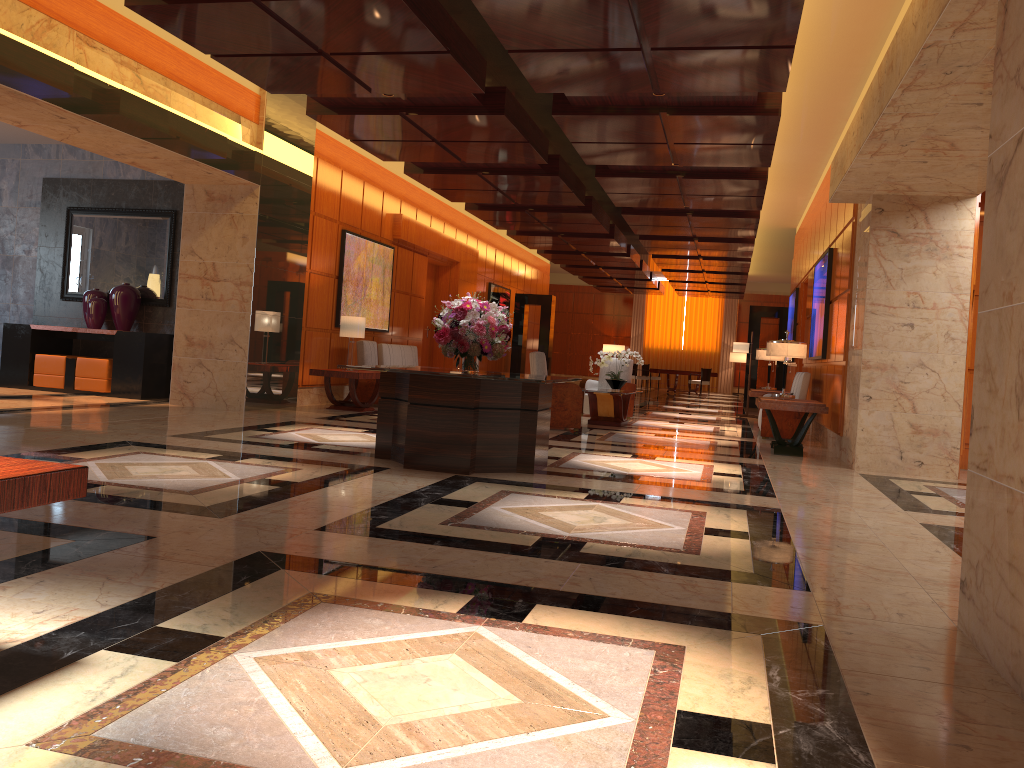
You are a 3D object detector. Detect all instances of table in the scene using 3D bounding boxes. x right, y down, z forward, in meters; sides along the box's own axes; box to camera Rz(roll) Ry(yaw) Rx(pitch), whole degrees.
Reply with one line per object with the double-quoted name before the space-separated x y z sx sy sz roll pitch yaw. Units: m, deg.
"table" -1.816 0.451 2.191 1.168 0.534 0.724 4 1 14
"table" 3.180 0.487 10.202 0.726 0.606 1.270 4 2 14
"table" -2.182 0.086 12.161 0.725 0.534 1.167 4 2 17
"table" 4.185 0.416 14.302 0.726 0.606 1.270 4 2 14
"table" 1.386 0.337 12.692 0.723 0.496 1.559 4 2 17
"table" 5.568 -0.067 28.861 2.105 0.741 0.784 3 1 -15
"table" -0.372 0.273 7.232 1.601 0.745 1.600 4 2 14

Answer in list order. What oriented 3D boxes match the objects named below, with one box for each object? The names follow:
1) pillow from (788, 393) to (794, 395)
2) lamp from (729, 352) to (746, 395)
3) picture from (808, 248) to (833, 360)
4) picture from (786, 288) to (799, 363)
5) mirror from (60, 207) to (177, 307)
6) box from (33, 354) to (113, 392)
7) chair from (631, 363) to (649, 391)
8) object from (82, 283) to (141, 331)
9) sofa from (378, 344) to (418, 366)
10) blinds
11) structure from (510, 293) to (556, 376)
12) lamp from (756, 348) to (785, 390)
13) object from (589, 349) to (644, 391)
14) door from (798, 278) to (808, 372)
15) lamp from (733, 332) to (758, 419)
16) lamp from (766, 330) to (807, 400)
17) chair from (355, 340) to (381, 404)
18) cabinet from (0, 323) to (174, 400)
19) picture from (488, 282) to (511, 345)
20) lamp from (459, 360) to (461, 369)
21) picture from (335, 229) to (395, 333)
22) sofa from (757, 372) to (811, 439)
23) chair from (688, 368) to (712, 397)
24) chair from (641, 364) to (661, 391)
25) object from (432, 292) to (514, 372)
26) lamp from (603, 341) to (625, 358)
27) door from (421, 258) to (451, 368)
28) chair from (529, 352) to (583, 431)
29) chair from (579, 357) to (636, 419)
"pillow" 3.929 0.244 12.630 0.160 0.253 0.357 4 1 10
"lamp" 8.285 -0.440 32.157 0.809 1.661 0.812 4 0 -36
"picture" 4.351 -1.070 12.528 0.056 1.452 1.996 4 1 14
"picture" 5.746 -1.168 18.218 0.056 1.452 1.996 4 1 14
"mirror" -5.506 -1.784 12.358 1.768 1.338 0.029 4 0 14
"box" -5.739 -0.148 11.851 1.133 0.427 0.489 4 1 14
"chair" 4.088 -0.237 29.058 0.583 0.894 0.577 4 0 -38
"object" -5.524 -1.067 12.097 0.862 0.652 0.520 4 1 13
"sofa" -1.711 -0.183 14.935 0.613 0.932 1.798 4 1 14
"blinds" 6.408 -1.818 33.297 3.855 4.065 0.149 4 0 14
"structure" 0.536 -1.084 23.168 0.986 2.498 0.500 4 0 14
"lamp" 4.183 -0.304 14.388 0.458 0.794 0.459 4 0 -24
"object" 1.507 -0.216 12.797 0.788 0.617 0.417 4 0 -9
"door" 5.413 -0.581 15.959 0.341 2.651 1.537 4 0 14
"lamp" 4.506 -0.186 17.104 0.527 1.661 0.360 4 0 4
"lamp" 3.194 -0.226 10.354 0.459 0.810 0.458 4 0 23
"chair" -1.985 -0.160 13.338 0.629 0.961 0.737 4 1 13
"cabinet" -5.693 -0.313 11.993 2.191 0.868 0.783 4 1 14
"picture" -0.336 -1.717 22.090 0.056 1.452 1.996 4 1 14
"lamp" 1.862 -0.242 11.258 0.334 0.734 13.017 4 2 -27
"picture" -2.301 -1.579 14.068 0.056 1.452 1.996 4 1 14
"sofa" 3.855 0.277 12.628 0.613 0.932 1.798 4 1 14
"chair" 5.958 -0.070 27.919 0.584 0.894 0.577 4 0 -33
"chair" 4.689 -0.234 30.163 0.577 0.894 0.584 4 0 42
"object" -0.321 -0.429 7.255 0.650 0.658 0.680 4 1 5
"lamp" 3.785 -0.786 33.266 0.809 1.661 0.812 4 0 -36
"door" -1.707 -1.129 17.695 0.341 2.651 1.499 4 0 14
"chair" 0.540 0.080 11.373 0.628 0.961 0.738 4 1 -7
"chair" 1.539 0.052 14.197 0.739 0.961 0.628 4 0 33
